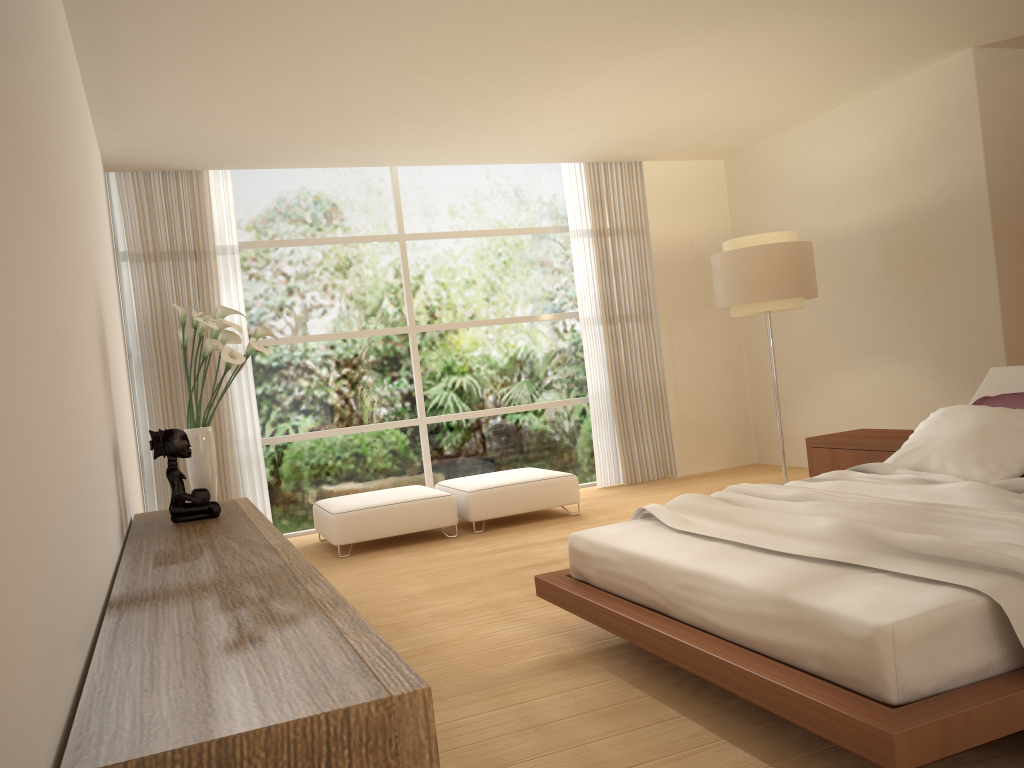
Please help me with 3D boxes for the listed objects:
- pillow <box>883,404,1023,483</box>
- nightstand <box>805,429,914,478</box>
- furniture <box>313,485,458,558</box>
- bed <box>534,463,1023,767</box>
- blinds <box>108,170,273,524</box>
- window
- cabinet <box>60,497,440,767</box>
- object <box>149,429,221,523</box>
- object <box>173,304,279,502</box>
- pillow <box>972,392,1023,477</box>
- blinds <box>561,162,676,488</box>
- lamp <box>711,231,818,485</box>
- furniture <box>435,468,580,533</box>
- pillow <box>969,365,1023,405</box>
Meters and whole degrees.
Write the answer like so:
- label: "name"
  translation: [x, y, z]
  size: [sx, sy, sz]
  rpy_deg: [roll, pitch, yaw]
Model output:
- label: "pillow"
  translation: [2.337, 0.272, 3.781]
  size: [0.561, 0.339, 1.720]
  rpy_deg: [-7, 1, -21]
- label: "nightstand"
  translation: [2.977, 0.538, 4.039]
  size: [0.493, 0.539, 4.220]
  rpy_deg: [-7, 1, -21]
- label: "furniture"
  translation: [-1.013, 1.049, 6.972]
  size: [0.965, 0.346, 0.964]
  rpy_deg: [-7, 1, -21]
- label: "bed"
  translation: [1.685, 0.676, 3.469]
  size: [2.535, 0.570, 2.599]
  rpy_deg: [-7, 1, -21]
- label: "blinds"
  translation: [-2.583, -0.287, 7.164]
  size: [0.950, 3.352, 0.211]
  rpy_deg: [-7, 1, -23]
- label: "window"
  translation: [-0.918, -0.497, 8.099]
  size: [4.781, 3.371, 0.071]
  rpy_deg: [-7, 1, -21]
- label: "cabinet"
  translation: [-1.052, 0.943, 3.169]
  size: [0.588, 0.662, 3.713]
  rpy_deg: [-7, 1, -21]
- label: "object"
  translation: [-1.557, 0.426, 4.226]
  size: [0.282, 0.453, 0.181]
  rpy_deg: [-7, 1, -21]
- label: "object"
  translation: [-1.548, 0.097, 4.771]
  size: [0.608, 1.085, 0.515]
  rpy_deg: [-6, 1, 27]
- label: "pillow"
  translation: [2.583, 0.228, 3.887]
  size: [0.575, 0.369, 1.683]
  rpy_deg: [-7, 1, -21]
- label: "blinds"
  translation: [1.025, -0.714, 8.535]
  size: [0.814, 3.351, 0.202]
  rpy_deg: [-7, 1, -22]
- label: "lamp"
  translation: [2.052, -0.138, 6.951]
  size: [0.817, 2.018, 0.817]
  rpy_deg: [-6, 1, 22]
- label: "furniture"
  translation: [-0.056, 0.936, 7.351]
  size: [0.965, 0.346, 0.964]
  rpy_deg: [-7, 1, -21]
- label: "pillow"
  translation: [2.875, 0.121, 4.015]
  size: [0.461, 0.457, 1.779]
  rpy_deg: [-7, 1, -22]
